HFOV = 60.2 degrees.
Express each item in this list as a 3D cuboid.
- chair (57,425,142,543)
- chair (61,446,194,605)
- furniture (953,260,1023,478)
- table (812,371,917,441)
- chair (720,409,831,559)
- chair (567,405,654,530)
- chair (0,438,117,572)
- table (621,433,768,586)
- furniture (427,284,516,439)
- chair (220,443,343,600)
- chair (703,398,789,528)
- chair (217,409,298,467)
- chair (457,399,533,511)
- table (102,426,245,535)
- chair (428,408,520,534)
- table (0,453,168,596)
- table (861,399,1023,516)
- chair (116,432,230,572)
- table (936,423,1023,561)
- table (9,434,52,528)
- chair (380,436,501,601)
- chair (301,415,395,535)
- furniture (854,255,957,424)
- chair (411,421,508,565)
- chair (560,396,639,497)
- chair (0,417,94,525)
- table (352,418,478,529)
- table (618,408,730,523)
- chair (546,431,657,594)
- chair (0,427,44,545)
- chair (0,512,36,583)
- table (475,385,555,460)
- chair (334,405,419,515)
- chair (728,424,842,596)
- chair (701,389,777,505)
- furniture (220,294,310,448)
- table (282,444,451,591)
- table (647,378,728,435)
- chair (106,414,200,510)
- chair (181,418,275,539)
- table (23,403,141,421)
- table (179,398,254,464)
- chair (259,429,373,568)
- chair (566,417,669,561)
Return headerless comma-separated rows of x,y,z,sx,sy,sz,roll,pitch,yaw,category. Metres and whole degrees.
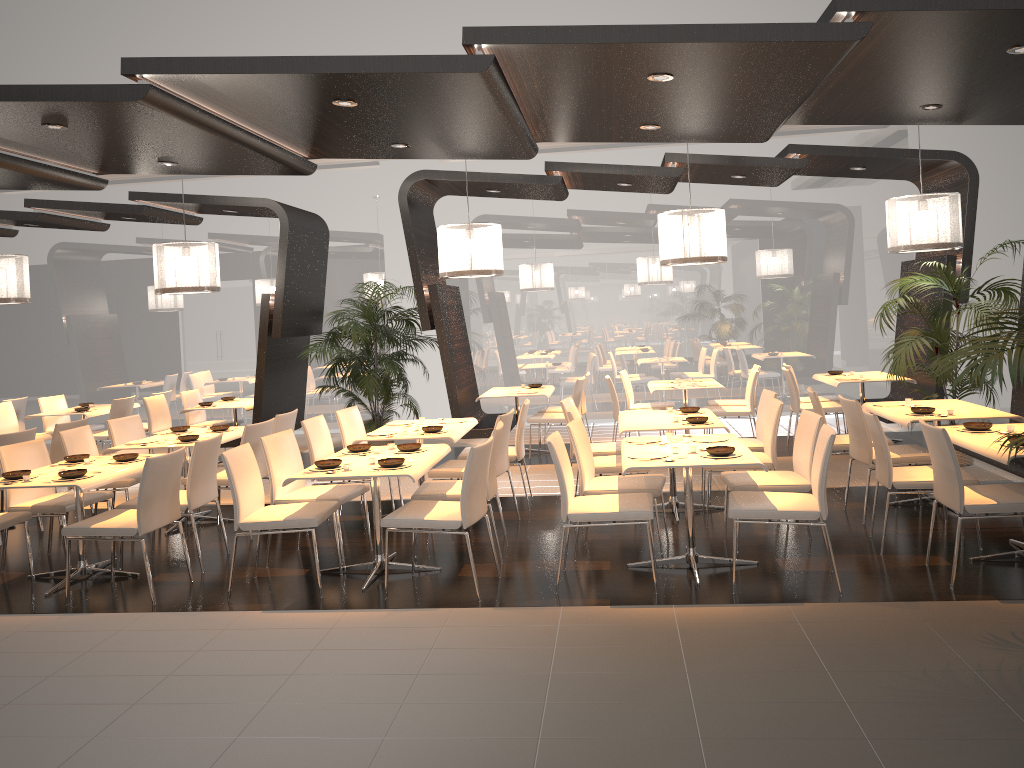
-3.255,0.779,7.132,0.605,0.869,0.485,-3,1,4,chair
-2.376,0.866,5.509,0.605,0.874,0.485,-3,1,9,chair
3.831,-0.190,5.881,0.757,1.672,2.910,-3,3,7,furniture
3.836,0.279,9.660,0.800,0.725,1.151,-3,3,7,table
1.697,0.635,5.732,0.605,0.874,0.485,-3,1,4,chair
0.741,0.609,6.666,0.605,0.874,0.485,-3,1,9,chair
-3.261,0.846,6.306,0.604,0.869,0.485,-3,1,14,chair
1.094,0.761,5.459,0.800,0.725,1.151,-3,3,7,table
-0.409,-0.311,10.129,0.757,1.674,1.405,-3,2,7,furniture
-1.426,0.817,5.466,0.605,0.869,0.485,-3,1,4,chair
1.709,0.567,6.540,0.605,0.869,0.485,-3,1,9,chair
-2.172,0.682,7.634,0.605,0.869,0.485,-3,1,9,chair
-0.130,0.590,7.443,0.605,0.869,0.485,-3,1,4,chair
-2.726,0.804,7.416,0.800,0.725,1.151,-3,3,7,table
-0.279,0.655,6.764,0.604,0.874,0.485,-3,1,14,chair
-2.889,0.933,5.919,0.800,0.725,1.151,-3,3,7,table
3.237,0.549,6.705,0.800,0.725,1.151,-3,3,7,table
-2.336,0.813,6.136,0.605,0.874,0.485,-3,1,4,chair
3.103,0.676,5.219,0.800,0.725,1.151,-3,3,7,table
-4.678,0.888,7.632,0.800,0.725,1.151,-3,3,7,table
-0.411,0.779,5.277,0.604,0.869,0.485,-3,1,14,chair
-1.294,0.691,6.952,0.605,0.869,0.485,-3,1,9,chair
4.208,-0.510,9.601,0.757,1.674,1.405,-3,2,7,furniture
-0.339,0.722,5.965,0.605,0.874,0.485,-3,1,4,chair
0.735,0.552,7.355,0.604,0.869,0.485,-3,1,14,chair
-4.124,0.766,7.850,0.605,0.869,0.485,-3,1,9,chair
-0.733,0.719,7.170,0.800,0.725,1.151,-3,3,7,table
1.380,0.628,6.932,1.052,0.725,1.151,-3,3,7,table
0.533,0.735,5.241,0.605,0.874,0.485,-3,1,9,chair
-4.264,0.823,7.242,0.604,0.869,0.485,-3,1,14,chair
-3.499,0.911,5.645,0.605,0.869,0.485,-3,1,4,chair
0.076,0.440,10.108,0.800,0.725,1.151,-3,3,7,table
-1.147,0.635,7.552,0.604,0.869,0.485,-3,1,14,chair
1.548,0.697,5.053,0.604,0.874,0.485,-3,1,14,chair
1.857,0.504,7.220,0.605,0.869,0.485,-3,1,4,chair
-2.898,-0.203,10.414,0.757,1.674,1.405,-3,2,7,furniture
-0.865,0.846,5.683,0.800,0.725,1.151,-3,3,7,table
1.949,0.360,9.882,0.800,0.725,1.151,-3,3,7,table
-3.187,0.720,7.822,0.604,0.869,0.485,-3,1,14,chair
-2.213,0.734,7.007,0.604,0.869,0.485,-3,1,14,chair
-5.156,0.667,10.695,0.800,0.725,1.151,-3,3,7,table
-3.270,0.586,10.472,0.800,0.725,1.151,-3,3,7,table
-1.352,0.765,6.062,0.604,0.869,0.485,-3,1,14,chair
0.695,0.678,5.845,0.604,0.874,0.485,-3,1,14,chair
